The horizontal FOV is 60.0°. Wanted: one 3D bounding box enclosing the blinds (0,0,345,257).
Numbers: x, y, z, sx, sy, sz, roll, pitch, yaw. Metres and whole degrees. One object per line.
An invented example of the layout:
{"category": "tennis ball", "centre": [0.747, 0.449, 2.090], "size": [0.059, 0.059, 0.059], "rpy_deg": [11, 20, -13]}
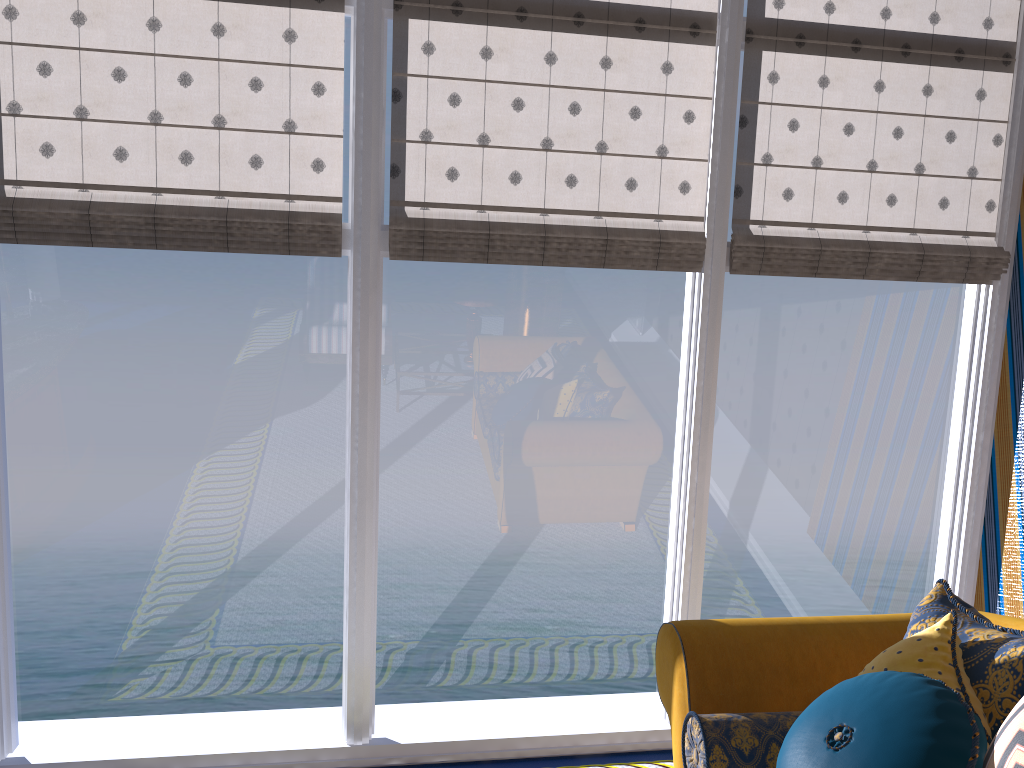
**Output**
{"category": "blinds", "centre": [-1.292, -2.261, 3.250], "size": [1.370, 3.390, 0.872], "rpy_deg": [1, -6, -10]}

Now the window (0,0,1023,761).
{"category": "window", "centre": [-5.034, -1.389, 2.775], "size": [15.523, 5.849, 1.614], "rpy_deg": [1, -6, -10]}

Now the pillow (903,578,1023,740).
{"category": "pillow", "centre": [1.107, 0.838, 2.146], "size": [0.354, 0.672, 0.601], "rpy_deg": [0, -6, -1]}

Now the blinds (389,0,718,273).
{"category": "blinds", "centre": [0.232, -2.234, 3.526], "size": [1.370, 3.390, 0.872], "rpy_deg": [1, -6, -10]}

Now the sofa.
{"category": "sofa", "centre": [1.030, 1.006, 1.835], "size": [1.014, 0.853, 1.844], "rpy_deg": [1, -7, -8]}

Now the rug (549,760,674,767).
{"category": "rug", "centre": [0.427, 1.302, 0.750], "size": [3.607, 0.011, 6.241], "rpy_deg": [1, -7, -10]}

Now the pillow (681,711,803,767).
{"category": "pillow", "centre": [0.646, 0.949, 2.275], "size": [0.378, 0.219, 0.215], "rpy_deg": [0, -6, -5]}

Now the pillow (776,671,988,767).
{"category": "pillow", "centre": [0.753, 0.801, 1.854], "size": [0.455, 0.366, 0.395], "rpy_deg": [-6, -8, 40]}

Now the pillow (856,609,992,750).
{"category": "pillow", "centre": [0.960, 0.785, 2.077], "size": [0.232, 0.491, 0.611], "rpy_deg": [0, -6, -4]}

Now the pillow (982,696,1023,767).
{"category": "pillow", "centre": [1.011, 0.740, 1.527], "size": [0.328, 0.455, 0.520], "rpy_deg": [1, -7, -10]}

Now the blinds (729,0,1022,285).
{"category": "blinds", "centre": [1.698, -2.208, 3.792], "size": [1.370, 3.390, 0.872], "rpy_deg": [1, -6, -10]}
